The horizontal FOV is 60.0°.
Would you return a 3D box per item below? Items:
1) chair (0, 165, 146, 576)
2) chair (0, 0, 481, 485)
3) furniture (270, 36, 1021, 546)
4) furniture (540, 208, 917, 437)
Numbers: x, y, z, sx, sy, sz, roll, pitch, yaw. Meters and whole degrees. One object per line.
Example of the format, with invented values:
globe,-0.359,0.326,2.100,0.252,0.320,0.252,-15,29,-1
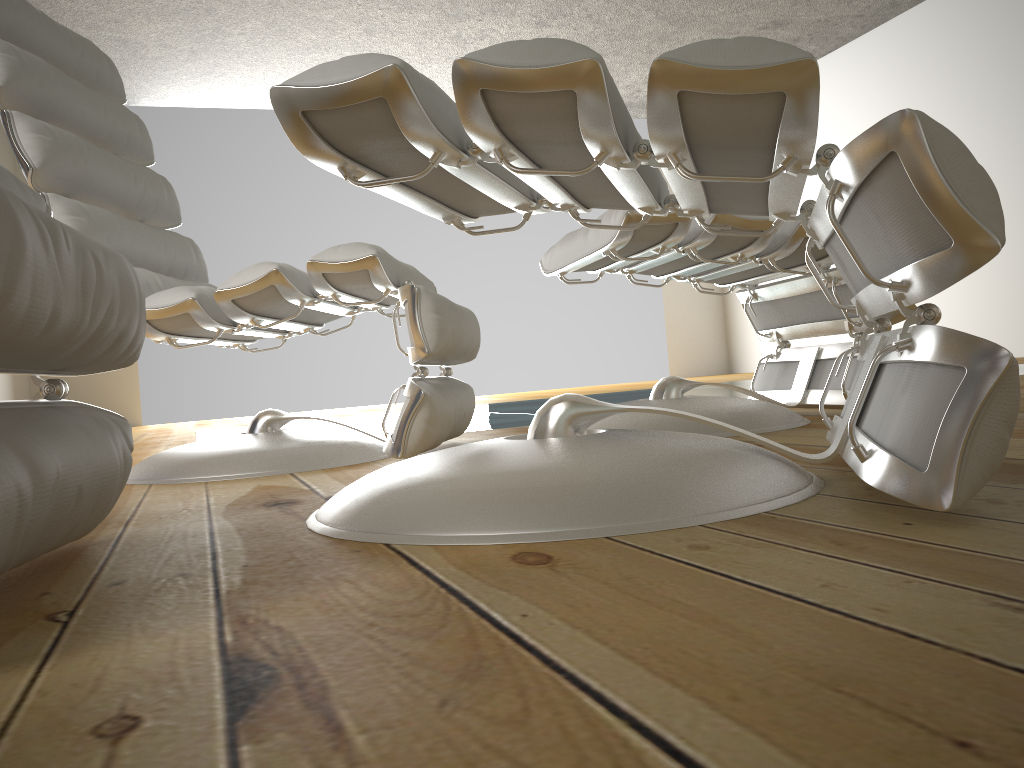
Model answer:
chair,-0.795,-0.292,0.613,0.914,0.969,0.569,-5,-1,-10
chair,-0.554,-0.320,1.783,0.913,0.969,0.569,-5,-1,5
furniture,0.101,-0.103,0.965,0.685,0.439,0.570,-5,0,15
furniture,0.364,-0.130,1.817,0.686,0.439,0.569,-5,0,-13
